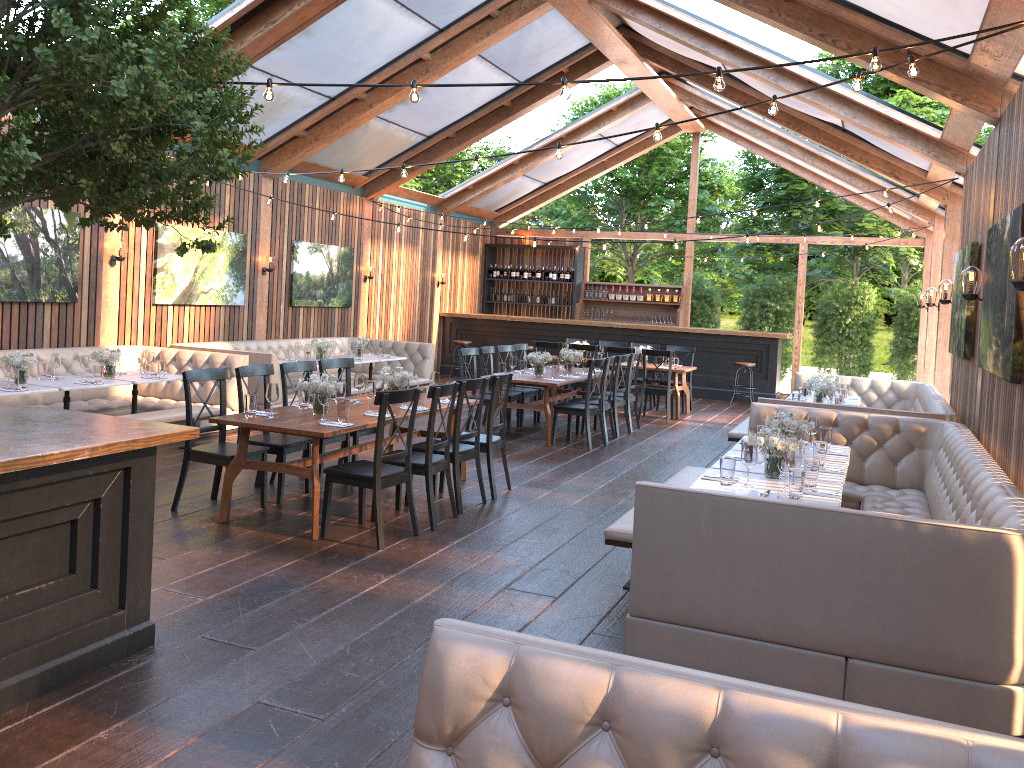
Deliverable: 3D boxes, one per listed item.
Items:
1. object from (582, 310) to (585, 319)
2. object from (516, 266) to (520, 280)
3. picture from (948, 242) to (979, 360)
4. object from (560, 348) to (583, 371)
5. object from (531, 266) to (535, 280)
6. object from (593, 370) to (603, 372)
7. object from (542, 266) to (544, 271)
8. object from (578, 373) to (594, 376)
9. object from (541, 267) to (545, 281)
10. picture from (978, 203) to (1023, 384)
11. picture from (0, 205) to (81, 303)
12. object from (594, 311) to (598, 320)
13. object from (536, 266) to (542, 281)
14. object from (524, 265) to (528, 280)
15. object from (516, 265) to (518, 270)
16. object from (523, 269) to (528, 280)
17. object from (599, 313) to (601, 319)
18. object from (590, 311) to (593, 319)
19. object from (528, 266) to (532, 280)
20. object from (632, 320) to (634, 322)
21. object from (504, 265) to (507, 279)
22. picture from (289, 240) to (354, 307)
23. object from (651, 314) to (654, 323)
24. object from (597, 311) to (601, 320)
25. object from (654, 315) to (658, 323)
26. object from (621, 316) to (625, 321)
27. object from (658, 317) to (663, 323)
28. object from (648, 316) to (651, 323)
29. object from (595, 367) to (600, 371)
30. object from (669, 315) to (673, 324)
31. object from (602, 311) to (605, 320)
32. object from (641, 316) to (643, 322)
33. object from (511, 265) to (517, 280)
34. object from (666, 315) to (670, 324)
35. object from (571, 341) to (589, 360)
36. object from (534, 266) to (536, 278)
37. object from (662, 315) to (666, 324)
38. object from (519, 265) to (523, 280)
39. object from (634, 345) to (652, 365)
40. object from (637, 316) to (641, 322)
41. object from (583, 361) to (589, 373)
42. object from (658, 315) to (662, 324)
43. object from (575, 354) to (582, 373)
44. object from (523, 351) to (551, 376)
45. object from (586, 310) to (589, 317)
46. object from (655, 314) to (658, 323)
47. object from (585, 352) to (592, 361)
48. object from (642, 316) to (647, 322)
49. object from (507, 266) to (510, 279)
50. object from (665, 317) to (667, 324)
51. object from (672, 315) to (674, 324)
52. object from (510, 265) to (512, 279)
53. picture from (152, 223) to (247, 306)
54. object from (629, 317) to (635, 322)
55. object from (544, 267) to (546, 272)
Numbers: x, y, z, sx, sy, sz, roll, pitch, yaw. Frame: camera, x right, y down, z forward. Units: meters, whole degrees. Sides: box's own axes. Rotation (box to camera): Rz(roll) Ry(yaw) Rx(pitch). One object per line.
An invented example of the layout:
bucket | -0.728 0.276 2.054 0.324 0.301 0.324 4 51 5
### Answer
object | 1.548 -1.501 19.095 0.070 0.185 0.070 4 3 27
object | 0.136 -2.472 19.675 0.077 0.306 0.077 5 3 39
picture | 4.171 -0.756 8.203 0.065 0.995 1.653 4 5 22
object | 0.768 -0.326 11.720 0.329 0.309 0.337 2 4 -11
object | 0.472 -2.439 19.507 0.077 0.308 0.077 3 2 1
object | 1.136 -0.175 11.868 0.255 0.019 0.158 5 6 23
object | 0.683 -2.446 19.614 0.081 0.323 0.081 3 2 1
object | 0.940 -0.131 11.312 0.255 0.019 0.158 5 6 23
object | 0.687 -2.417 19.440 0.075 0.302 0.075 3 2 5
picture | 3.113 -0.557 5.621 0.065 0.995 1.653 4 5 22
picture | -5.109 -1.335 9.012 0.065 0.995 1.653 4 5 22
object | 1.803 -1.479 19.005 0.070 0.185 0.070 4 3 27
object | 0.595 -2.434 19.510 0.136 0.315 0.137 2 3 -16
object | 0.306 -2.467 19.582 0.087 0.333 0.088 3 2 2
object | 0.107 -2.501 19.860 0.081 0.323 0.081 3 2 1
object | 0.291 -2.471 19.714 0.136 0.315 0.137 2 3 -16
object | 1.884 -1.479 19.053 0.070 0.185 0.070 4 3 27
object | 1.715 -1.485 19.020 0.070 0.185 0.070 4 3 27
object | 0.406 -2.451 19.583 0.078 0.311 0.078 4 2 17
object | 2.590 -1.393 19.024 0.124 0.096 0.124 6 5 33
object | -0.136 -2.502 19.801 0.078 0.311 0.078 4 2 17
picture | -3.011 -1.731 14.133 0.065 0.995 1.653 4 5 22
object | 2.937 -1.367 18.508 0.073 0.180 0.074 3 2 -4
object | 1.865 -1.470 18.949 0.070 0.185 0.070 4 3 27
object | 3.007 -1.359 18.469 0.073 0.180 0.074 3 2 -4
object | 2.381 -1.410 19.078 0.124 0.096 0.124 6 5 33
object | 3.120 -1.343 18.627 0.097 0.134 0.097 4 3 9
object | 2.915 -1.364 18.724 0.097 0.134 0.097 4 3 9
object | 1.163 -0.259 12.019 0.092 0.158 0.092 1 4 -41
object | 3.297 -1.331 18.347 0.073 0.180 0.074 3 2 -4
object | 1.959 -1.463 18.926 0.070 0.185 0.070 4 3 27
object | 2.806 -1.386 18.894 0.097 0.134 0.097 4 3 9
object | 0.045 -2.488 19.751 0.136 0.315 0.137 2 3 -16
object | 3.242 -1.339 18.399 0.073 0.180 0.074 3 2 -4
object | 1.072 -0.542 14.064 0.336 0.309 0.330 2 4 -13
object | 0.488 -2.451 19.624 0.078 0.311 0.078 4 2 17
object | 3.163 -1.345 18.415 0.073 0.180 0.074 3 2 -4
object | 0.210 -2.471 19.615 0.081 0.323 0.081 3 2 1
object | 2.036 -0.449 13.647 0.329 0.309 0.337 0 5 -35
object | 2.694 -1.383 18.802 0.097 0.134 0.097 4 3 9
object | 0.959 -0.216 11.476 0.092 0.158 0.092 1 4 -41
object | 3.087 -1.352 18.446 0.073 0.180 0.074 3 2 -4
object | 0.856 -0.261 11.448 0.092 0.244 0.092 2 3 -25
object | 0.321 -0.255 10.767 0.336 0.309 0.330 1 5 -33
object | 1.624 -1.493 19.056 0.070 0.185 0.070 4 3 27
object | 3.028 -1.367 18.560 0.073 0.180 0.074 3 2 -4
object | 1.040 -0.307 12.003 0.092 0.244 0.092 2 3 -25
object | 2.805 -1.372 18.750 0.097 0.134 0.097 4 3 9
object | -0.076 -2.487 19.731 0.075 0.302 0.075 5 3 39
object | 3.233 -1.334 18.602 0.097 0.134 0.097 4 3 9
object | 3.334 -1.336 18.420 0.073 0.180 0.074 3 2 -4
object | -0.023 -2.513 19.865 0.087 0.333 0.088 3 2 2
picture | -4.051 -1.535 11.595 0.065 0.995 1.653 4 5 22
object | 2.554 -1.380 18.873 0.124 0.096 0.124 6 5 33
object | 0.724 -2.427 19.536 0.077 0.306 0.077 5 3 39
